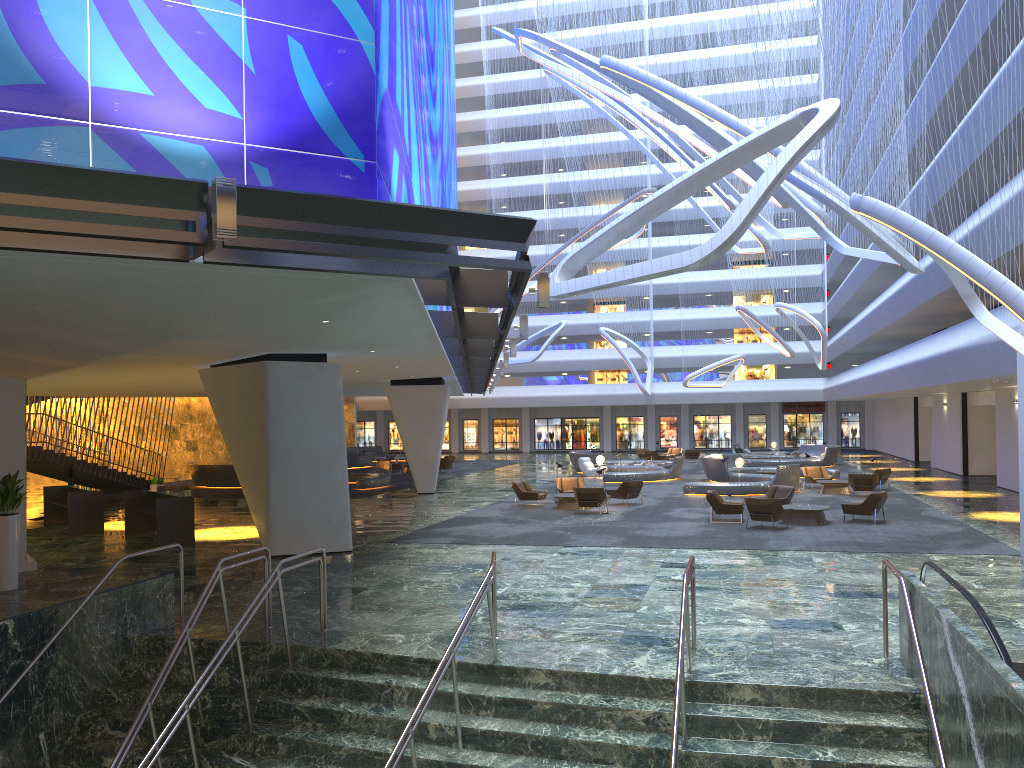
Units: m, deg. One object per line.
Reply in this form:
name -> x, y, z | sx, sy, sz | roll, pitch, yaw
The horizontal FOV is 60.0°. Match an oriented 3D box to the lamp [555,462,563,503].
lamp -> 1.491, 3.134, 28.222 | 0.202, 1.300, 0.384 | -1, 0, 31

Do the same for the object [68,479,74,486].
object -> -12.154, 2.705, 24.426 | 0.158, 0.181, 0.158 | 0, -1, -30

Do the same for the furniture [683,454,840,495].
furniture -> 9.046, 3.342, 33.819 | 5.187, 0.969, 9.928 | -2, -2, 32

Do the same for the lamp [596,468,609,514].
lamp -> 2.538, 2.992, 24.878 | 0.384, 1.300, 0.202 | -1, 0, 32

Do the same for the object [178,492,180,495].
object -> -7.677, 2.536, 20.477 | 0.073, 0.070, 0.072 | 0, -2, -41

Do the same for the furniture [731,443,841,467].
furniture -> 14.650, 3.759, 47.888 | 5.186, 0.969, 9.931 | -1, -2, 11

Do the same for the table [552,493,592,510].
table -> 1.848, 3.512, 26.453 | 1.203, 0.392, 1.203 | -2, -2, 15

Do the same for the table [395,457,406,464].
table -> -6.925, 4.717, 54.951 | 0.673, 0.406, 0.671 | -1, -2, 2

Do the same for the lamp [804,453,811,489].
lamp -> 10.535, 3.098, 31.637 | 0.202, 1.300, 0.384 | -1, 0, 31

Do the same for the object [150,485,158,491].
object -> -8.838, 2.572, 21.911 | 0.150, 0.145, 0.150 | 0, -2, -42

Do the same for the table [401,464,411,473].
table -> -5.093, 4.341, 45.615 | 1.203, 0.392, 1.204 | 0, -2, -21

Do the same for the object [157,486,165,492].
object -> -8.559, 2.556, 21.614 | 0.150, 0.145, 0.150 | 0, -2, -42

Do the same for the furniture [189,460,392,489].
furniture -> -9.529, 3.821, 37.874 | 9.931, 0.969, 5.186 | -2, -2, 32

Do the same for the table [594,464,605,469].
table -> 3.834, 3.815, 38.717 | 0.418, 0.595, 0.428 | -1, -1, -11

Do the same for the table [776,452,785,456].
table -> 14.279, 3.937, 47.108 | 0.418, 0.595, 0.428 | -1, -1, 11

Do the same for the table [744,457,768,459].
table -> 12.798, 4.054, 46.481 | 1.203, 0.392, 1.203 | -2, -2, 15

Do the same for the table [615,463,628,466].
table -> 5.311, 4.057, 42.956 | 0.674, 0.406, 0.671 | -2, -2, 34

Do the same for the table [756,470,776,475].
table -> 10.420, 3.692, 35.505 | 1.203, 0.392, 1.203 | -2, -2, 15

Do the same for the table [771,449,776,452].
table -> 15.305, 4.091, 51.768 | 0.418, 0.595, 0.428 | -1, -1, -31

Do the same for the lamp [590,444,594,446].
lamp -> 4.143, 3.738, 45.909 | 0.202, 1.300, 0.384 | -1, 0, -31

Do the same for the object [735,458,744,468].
object -> 8.955, 3.090, 34.846 | 0.367, 0.387, 0.318 | -1, -1, 22

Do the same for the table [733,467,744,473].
table -> 8.916, 3.581, 34.826 | 0.418, 0.595, 0.428 | -1, -1, 14

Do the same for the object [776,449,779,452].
object -> 15.128, 3.827, 50.460 | 0.131, 0.252, 0.103 | -1, 0, -2

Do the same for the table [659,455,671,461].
table -> 8.364, 4.273, 50.278 | 1.203, 0.392, 1.204 | 1, -2, -40

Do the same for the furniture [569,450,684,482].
furniture -> 5.096, 3.666, 40.745 | 5.185, 0.969, 9.932 | -1, -2, 7

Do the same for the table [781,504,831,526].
table -> 7.257, 3.252, 22.031 | 1.203, 0.392, 1.203 | -2, -2, 33

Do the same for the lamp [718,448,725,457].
lamp -> 8.916, 3.347, 37.609 | 0.384, 1.300, 0.202 | -1, 0, 32

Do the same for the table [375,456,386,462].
table -> -8.247, 4.768, 55.694 | 0.671, 0.406, 0.674 | 0, -2, -31

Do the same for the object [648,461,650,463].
object -> 6.620, 3.770, 42.914 | 0.071, 0.118, 0.151 | -1, -1, 25

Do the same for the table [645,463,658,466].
table -> 6.823, 4.026, 42.842 | 0.673, 0.406, 0.671 | 0, -2, -23

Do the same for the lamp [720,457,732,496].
lamp -> 7.128, 3.082, 29.555 | 0.384, 1.300, 0.202 | -1, 0, 32

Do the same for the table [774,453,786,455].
table -> 15.206, 4.154, 50.372 | 0.671, 0.406, 0.674 | -1, -2, 11

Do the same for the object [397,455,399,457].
object -> -7.079, 4.464, 55.101 | 0.151, 0.118, 0.071 | 0, -1, -40

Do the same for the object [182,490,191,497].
object -> -7.390, 2.479, 20.136 | 0.149, 0.149, 0.149 | 0, -1, -41

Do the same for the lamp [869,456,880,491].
lamp -> 11.583, 2.957, 28.293 | 0.384, 1.300, 0.202 | -1, 0, 32

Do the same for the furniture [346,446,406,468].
furniture -> -9.392, 4.405, 53.793 | 5.187, 0.969, 9.928 | -2, -2, 32

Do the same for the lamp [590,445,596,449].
lamp -> 3.960, 3.653, 43.502 | 0.384, 1.300, 0.202 | -1, 0, 8

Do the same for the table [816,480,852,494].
table -> 10.892, 3.476, 29.868 | 1.203, 0.392, 1.203 | -2, -2, 14

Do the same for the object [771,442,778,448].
object -> 15.687, 3.648, 53.023 | 0.367, 0.387, 0.318 | -1, -1, -3

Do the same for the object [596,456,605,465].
object -> 3.860, 3.324, 38.754 | 0.367, 0.387, 0.318 | -1, -1, -3

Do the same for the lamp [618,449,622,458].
lamp -> 4.665, 3.441, 38.091 | 0.202, 1.300, 0.384 | -1, 0, -10

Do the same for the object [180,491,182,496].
object -> -7.549, 2.509, 20.324 | 0.111, 0.108, 0.108 | 0, -2, -41
